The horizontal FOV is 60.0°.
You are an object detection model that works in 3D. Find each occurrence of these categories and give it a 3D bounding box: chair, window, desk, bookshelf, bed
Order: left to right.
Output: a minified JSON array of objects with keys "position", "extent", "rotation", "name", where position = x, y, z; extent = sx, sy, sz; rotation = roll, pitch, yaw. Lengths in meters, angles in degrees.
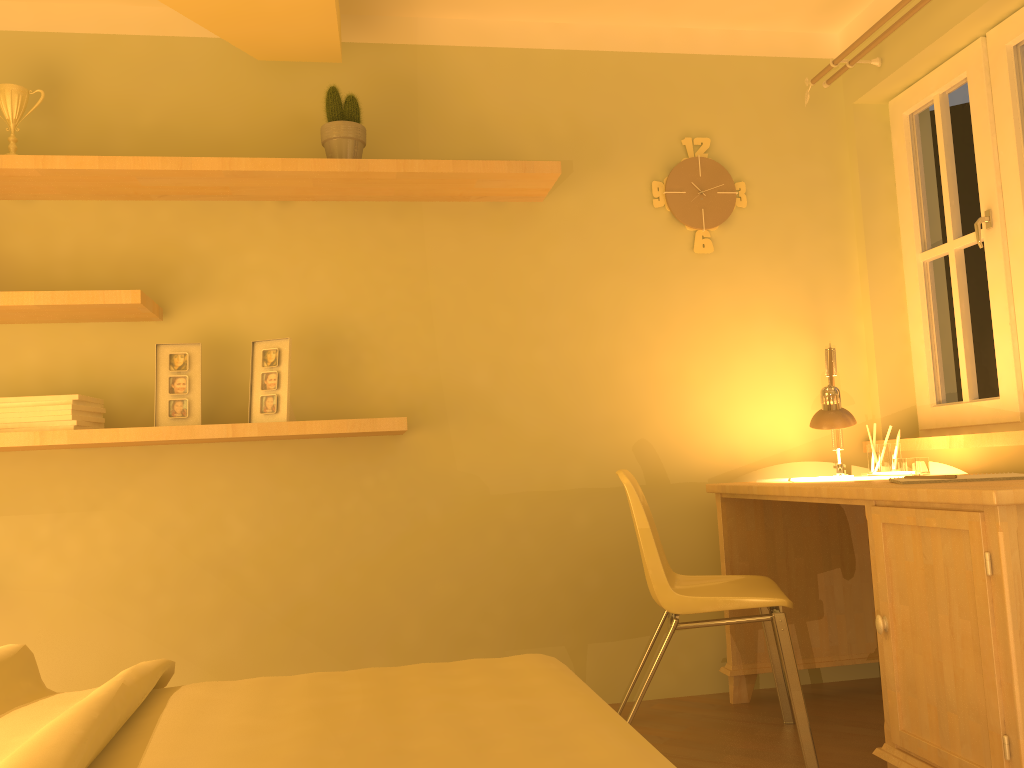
[{"position":[-0.906,0.511,1.113],"extent":[2.378,0.894,1.286],"rotation":[-2,-6,-10],"name":"bed"},{"position":[-1.120,-0.039,2.699],"extent":[2.605,1.240,0.300],"rotation":[-2,-6,-10],"name":"bookshelf"},{"position":[0.519,0.627,2.509],"extent":[0.546,0.785,0.531],"rotation":[-4,-6,10],"name":"chair"},{"position":[1.123,0.616,2.355],"extent":[0.684,0.720,1.396],"rotation":[-2,-6,-10],"name":"desk"},{"position":[1.576,-0.503,2.556],"extent":[0.142,1.263,1.486],"rotation":[-2,-6,-10],"name":"window"}]

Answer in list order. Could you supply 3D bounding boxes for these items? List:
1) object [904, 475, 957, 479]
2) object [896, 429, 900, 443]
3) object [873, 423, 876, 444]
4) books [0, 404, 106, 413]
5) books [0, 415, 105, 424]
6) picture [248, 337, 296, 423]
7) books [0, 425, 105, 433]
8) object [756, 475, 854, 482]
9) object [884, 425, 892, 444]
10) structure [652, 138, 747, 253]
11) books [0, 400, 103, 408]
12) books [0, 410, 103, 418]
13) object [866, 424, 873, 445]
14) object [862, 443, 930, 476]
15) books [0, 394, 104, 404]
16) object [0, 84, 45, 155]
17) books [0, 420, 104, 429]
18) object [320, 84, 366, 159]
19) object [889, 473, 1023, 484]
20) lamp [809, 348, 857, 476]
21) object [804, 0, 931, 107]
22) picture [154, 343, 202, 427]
[{"position":[1.037,0.231,2.203],"extent":[0.008,0.009,0.166],"rotation":[-1,-6,-19],"name":"object"},{"position":[1.262,0.220,2.916],"extent":[0.010,0.138,0.043],"rotation":[1,-7,-36],"name":"object"},{"position":[1.226,0.216,3.002],"extent":[0.034,0.165,0.009],"rotation":[-1,-6,-18],"name":"object"},{"position":[-1.386,0.081,2.632],"extent":[0.270,0.015,0.190],"rotation":[-3,-5,3],"name":"books"},{"position":[-1.386,0.111,2.628],"extent":[0.270,0.015,0.190],"rotation":[-3,-5,2],"name":"books"},{"position":[-0.723,-0.003,2.775],"extent":[0.134,0.264,0.171],"rotation":[-4,-6,16],"name":"picture"},{"position":[-1.387,0.142,2.633],"extent":[0.270,0.015,0.190],"rotation":[-3,-5,1],"name":"books"},{"position":[0.949,0.308,2.878],"extent":[0.300,0.009,0.040],"rotation":[-5,-6,20],"name":"object"},{"position":[1.244,0.218,2.971],"extent":[0.073,0.155,0.008],"rotation":[-8,-8,44],"name":"object"},{"position":[0.686,-0.689,3.219],"extent":[0.360,0.432,0.027],"rotation":[-2,-6,-10],"name":"structure"},{"position":[-1.400,0.068,2.651],"extent":[0.270,0.015,0.190],"rotation":[-3,-5,1],"name":"books"},{"position":[-1.392,0.096,2.630],"extent":[0.270,0.015,0.190],"rotation":[-3,-5,1],"name":"books"},{"position":[1.216,0.215,2.988],"extent":[0.053,0.162,0.009],"rotation":[1,-7,-34],"name":"object"},{"position":[1.243,0.246,2.891],"extent":[0.070,0.105,0.240],"rotation":[-1,-6,-18],"name":"object"},{"position":[-1.392,0.052,2.642],"extent":[0.270,0.015,0.190],"rotation":[-2,-5,-4],"name":"books"},{"position":[-1.530,-0.775,2.719],"extent":[0.160,0.268,0.095],"rotation":[2,-7,-40],"name":"object"},{"position":[-1.388,0.127,2.635],"extent":[0.270,0.015,0.190],"rotation":[-3,-5,-2],"name":"books"},{"position":[-0.543,-0.826,2.852],"extent":[0.145,0.294,0.145],"rotation":[0,-6,-29],"name":"object"},{"position":[1.109,0.234,2.195],"extent":[0.300,0.010,0.210],"rotation":[-4,-6,15],"name":"object"},{"position":[1.043,0.084,2.937],"extent":[0.140,0.455,0.484],"rotation":[-4,-6,15],"name":"lamp"},{"position":[1.319,-1.176,2.501],"extent":[0.190,0.113,1.708],"rotation":[-2,-6,-10],"name":"object"},{"position":[-1.028,0.011,2.764],"extent":[0.134,0.264,0.171],"rotation":[-2,-6,-11],"name":"picture"}]
